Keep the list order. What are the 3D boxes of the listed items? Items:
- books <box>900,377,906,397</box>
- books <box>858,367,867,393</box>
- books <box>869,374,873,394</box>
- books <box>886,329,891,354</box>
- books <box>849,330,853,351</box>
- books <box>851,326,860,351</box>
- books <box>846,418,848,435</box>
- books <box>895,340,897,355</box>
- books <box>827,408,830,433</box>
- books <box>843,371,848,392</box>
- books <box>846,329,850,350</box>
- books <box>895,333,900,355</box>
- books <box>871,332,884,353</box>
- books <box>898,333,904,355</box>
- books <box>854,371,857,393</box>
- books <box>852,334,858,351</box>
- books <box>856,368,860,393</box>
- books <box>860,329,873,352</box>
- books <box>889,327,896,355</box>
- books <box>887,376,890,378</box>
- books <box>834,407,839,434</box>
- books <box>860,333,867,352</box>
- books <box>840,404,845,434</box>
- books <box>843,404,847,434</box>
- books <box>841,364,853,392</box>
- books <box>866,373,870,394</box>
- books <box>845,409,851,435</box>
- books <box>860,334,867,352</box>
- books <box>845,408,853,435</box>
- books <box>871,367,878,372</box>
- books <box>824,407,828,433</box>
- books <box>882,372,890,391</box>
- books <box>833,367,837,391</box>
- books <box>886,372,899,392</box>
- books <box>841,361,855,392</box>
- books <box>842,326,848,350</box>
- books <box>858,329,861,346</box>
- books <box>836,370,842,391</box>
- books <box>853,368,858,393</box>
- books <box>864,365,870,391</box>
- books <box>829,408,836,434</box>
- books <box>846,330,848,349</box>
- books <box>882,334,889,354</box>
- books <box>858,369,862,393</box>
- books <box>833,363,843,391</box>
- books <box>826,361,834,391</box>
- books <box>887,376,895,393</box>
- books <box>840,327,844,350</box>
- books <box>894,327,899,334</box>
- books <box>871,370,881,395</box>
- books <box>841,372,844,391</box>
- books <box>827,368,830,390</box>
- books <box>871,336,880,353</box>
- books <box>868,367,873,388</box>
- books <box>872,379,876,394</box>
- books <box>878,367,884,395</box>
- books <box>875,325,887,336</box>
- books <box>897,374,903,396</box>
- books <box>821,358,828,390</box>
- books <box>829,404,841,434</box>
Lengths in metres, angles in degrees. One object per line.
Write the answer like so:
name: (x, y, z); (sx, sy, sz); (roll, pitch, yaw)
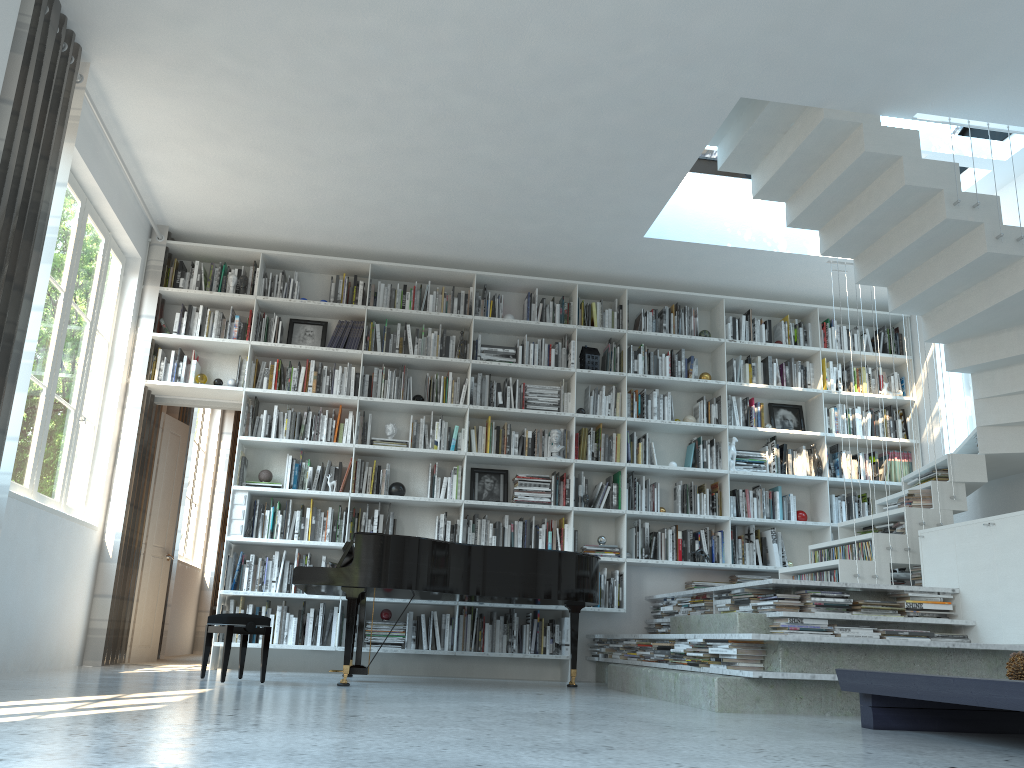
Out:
books: (3.354, 0.062, 7.678); (0.011, 0.216, 0.170); (5, -16, -8)
books: (2.949, 0.005, 7.581); (0.042, 0.241, 0.248); (5, -16, -8)
books: (3.046, 0.039, 7.633); (0.013, 0.212, 0.187); (5, -16, -8)
books: (3.280, -0.327, 7.797); (0.012, 0.291, 0.140); (5, -16, -8)
books: (2.923, -0.332, 7.729); (0.025, 0.236, 0.144); (5, -16, -8)
books: (2.989, -0.347, 7.755); (0.012, 0.284, 0.160); (5, -16, -8)
books: (2.799, 0.394, 7.518); (0.027, 0.179, 0.157); (5, -16, -8)
books: (3.318, -0.276, 7.772); (0.036, 0.182, 0.162); (5, -16, -8)
books: (2.640, 0.347, 7.507); (0.026, 0.249, 0.161); (5, -16, -8)
books: (2.813, 0.006, 7.549); (0.025, 0.211, 0.135); (5, -16, -8)
books: (2.896, -0.338, 7.735); (0.027, 0.249, 0.155); (5, -16, -8)
books: (3.343, -0.304, 7.787); (0.014, 0.247, 0.185); (5, -16, -8)
books: (3.195, -0.314, 7.772); (0.068, 0.246, 0.161); (5, -16, -8)
books: (3.364, -0.301, 7.777); (0.025, 0.236, 0.188); (5, -16, -8)
books: (2.878, 0.011, 7.547); (0.014, 0.205, 0.184); (5, -16, -8)
books: (2.961, -0.314, 7.734); (0.026, 0.207, 0.163); (5, -16, -8)
books: (2.912, 0.000, 7.562); (0.012, 0.237, 0.166); (5, -16, -8)
books: (3.103, -0.333, 7.772); (0.069, 0.276, 0.132); (5, -16, -8)
books: (3.298, -0.331, 7.769); (0.014, 0.285, 0.190); (5, -16, -8)
books: (3.265, 0.059, 7.700); (0.023, 0.227, 0.131); (5, -16, -8)
books: (2.702, 0.345, 7.500); (0.026, 0.255, 0.174); (5, -16, -8)
books: (3.069, -0.315, 7.765); (0.010, 0.235, 0.132); (5, -16, -8)
books: (2.766, 0.334, 7.526); (0.022, 0.296, 0.162); (5, -16, -8)
books: (2.785, 0.334, 7.517); (0.012, 0.292, 0.166); (5, -16, -8)
books: (2.841, -0.018, 7.540); (0.023, 0.253, 0.190); (5, -16, -8)
books: (3.018, 0.034, 7.635); (0.023, 0.219, 0.172); (5, -16, -8)
books: (2.822, 0.353, 7.519); (0.013, 0.259, 0.158); (5, -16, -8)
books: (3.037, -0.310, 7.744); (0.057, 0.211, 0.163); (5, -16, -8)
books: (2.840, 0.352, 7.531); (0.025, 0.270, 0.153); (5, -16, -8)
books: (3.136, 0.014, 7.683); (0.011, 0.293, 0.151); (5, -16, -8)
books: (2.623, 0.340, 7.492); (0.012, 0.253, 0.161); (5, -16, -8)
books: (3.201, 0.035, 7.672); (0.070, 0.253, 0.155); (5, -16, -8)
books: (2.696, -0.014, 7.518); (0.049, 0.223, 0.162); (5, -16, -8)
books: (3.293, 0.043, 7.693); (0.029, 0.257, 0.163); (5, -16, -8)
books: (2.863, -0.035, 7.554); (0.022, 0.295, 0.152); (5, -16, -8)
books: (2.859, -0.350, 7.724); (0.029, 0.263, 0.179); (5, -16, -8)
books: (3.002, -0.337, 7.749); (0.015, 0.262, 0.143); (5, -16, -8)
books: (2.732, 0.001, 7.514); (0.024, 0.193, 0.190); (5, -16, -8)
books: (2.895, -0.004, 7.560); (0.022, 0.241, 0.145); (5, -16, -8)
books: (3.034, 0.002, 7.654); (0.010, 0.294, 0.166); (5, -16, -8)
books: (2.668, 0.343, 7.483); (0.023, 0.247, 0.182); (5, -16, -8)
books: (2.879, -0.336, 7.721); (0.011, 0.236, 0.149); (5, -16, -8)
books: (3.236, -0.301, 7.754); (0.012, 0.215, 0.193); (5, -16, -8)
books: (2.926, 0.006, 7.553); (0.013, 0.221, 0.175); (5, -16, -8)
books: (2.754, -0.026, 7.541); (0.023, 0.263, 0.158); (5, -16, -8)
books: (2.662, -0.039, 7.507); (0.026, 0.262, 0.189); (5, -16, -8)
books: (3.246, 0.057, 7.671); (0.023, 0.213, 0.181); (5, -16, -8)
books: (2.834, -0.350, 7.719); (0.022, 0.258, 0.163); (5, -16, -8)
books: (3.381, -0.330, 7.819); (0.014, 0.318, 0.144); (5, -16, -8)
books: (3.122, 0.023, 7.655); (0.022, 0.260, 0.161); (5, -16, -8)
books: (2.777, 0.018, 7.575); (0.038, 0.198, 0.171); (5, -16, -8)
books: (2.635, -0.011, 7.504); (0.024, 0.204, 0.166); (5, -16, -8)
books: (3.151, -0.296, 7.742); (0.024, 0.192, 0.187); (5, -16, -8)
books: (3.063, 0.014, 7.668); (0.024, 0.280, 0.154); (5, -16, -8)
books: (3.090, 0.064, 7.659); (0.034, 0.182, 0.157); (5, -16, -8)
books: (3.155, 0.016, 7.673); (0.023, 0.286, 0.163); (5, -16, -8)
books: (3.247, -0.341, 7.791); (0.014, 0.312, 0.162); (5, -16, -8)
books: (3.327, 0.051, 7.696); (0.040, 0.246, 0.160); (5, -16, -8)
books: (2.620, -0.056, 7.513); (0.010, 0.293, 0.183); (5, -16, -8)
books: (2.725, 0.328, 7.493); (0.014, 0.284, 0.186); (5, -16, -8)
